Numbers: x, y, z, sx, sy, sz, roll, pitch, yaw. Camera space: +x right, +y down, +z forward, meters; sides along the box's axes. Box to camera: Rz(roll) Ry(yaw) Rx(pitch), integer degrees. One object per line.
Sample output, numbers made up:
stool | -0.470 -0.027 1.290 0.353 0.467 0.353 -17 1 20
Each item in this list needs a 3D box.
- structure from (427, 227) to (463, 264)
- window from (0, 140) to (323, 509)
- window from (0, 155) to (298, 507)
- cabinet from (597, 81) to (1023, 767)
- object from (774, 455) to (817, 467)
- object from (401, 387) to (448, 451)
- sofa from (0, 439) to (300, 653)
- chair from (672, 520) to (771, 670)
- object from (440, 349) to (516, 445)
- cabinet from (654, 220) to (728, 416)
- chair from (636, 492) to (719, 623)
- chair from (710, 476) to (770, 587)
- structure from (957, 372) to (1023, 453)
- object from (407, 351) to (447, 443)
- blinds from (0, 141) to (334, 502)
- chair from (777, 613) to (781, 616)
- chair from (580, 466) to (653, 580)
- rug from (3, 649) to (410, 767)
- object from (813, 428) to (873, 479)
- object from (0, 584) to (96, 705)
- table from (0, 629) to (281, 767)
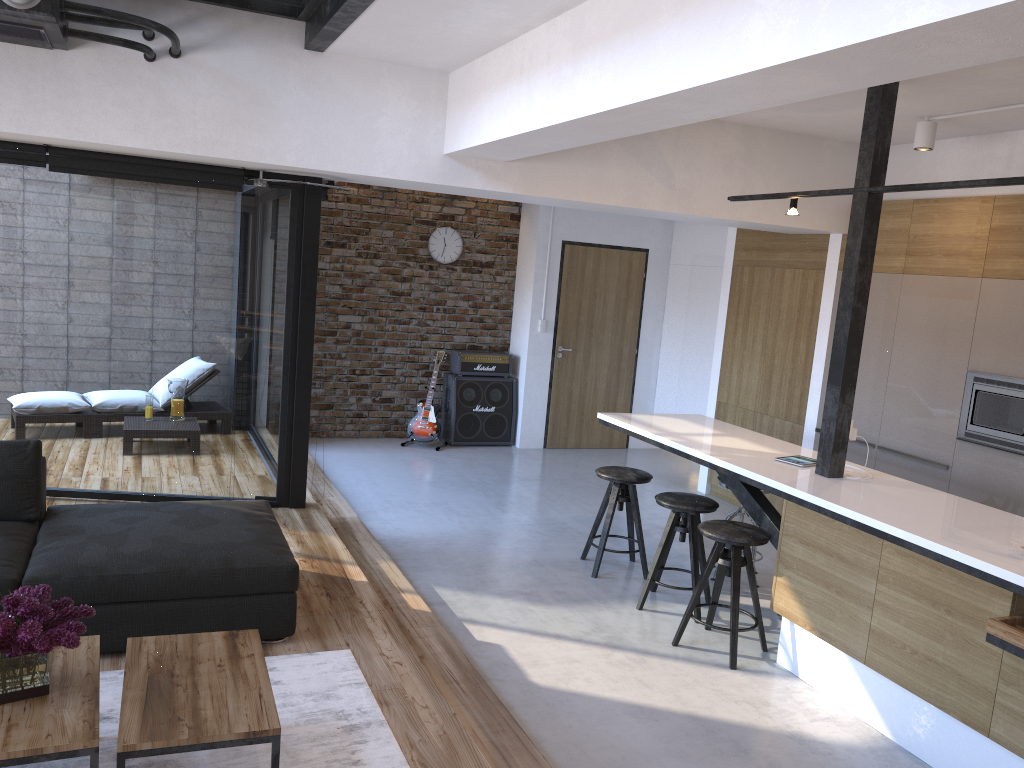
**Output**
structure | -0.668 -1.386 8.861 0.360 0.361 0.040 2 9 -23
window | -1.463 -1.276 1.275 5.664 5.579 13.367 2 8 -23
window | -2.575 -0.306 5.331 2.449 2.055 0.100 4 8 -6
cabinet | 2.972 0.224 3.187 2.474 2.878 9.095 1 8 -23
object | 1.563 0.419 4.800 0.240 0.013 0.187 -1 9 -38
object | -0.842 0.323 8.744 0.389 0.589 0.330 6 8 11
sofa | -2.040 0.767 2.580 2.999 0.702 3.037 2 8 -23
chair | 1.081 1.029 4.457 0.366 0.631 0.366 12 11 41
object | -0.328 0.137 9.074 0.696 0.938 0.357 1 9 -23
cabinet | 1.952 -0.563 8.679 0.020 2.121 1.705 1 9 -23
chair | 0.948 0.949 4.982 0.365 0.631 0.365 8 9 22
chair | 1.440 0.907 5.586 0.358 0.637 0.356 8 9 21
structure | 3.028 0.175 5.184 0.396 0.398 0.595 2 8 -23
object | -0.798 0.122 8.837 0.330 0.875 0.523 7 8 11
blinds | -2.043 -0.343 5.840 1.827 2.056 3.855 8 8 21
chair | 1.736 1.010 4.995 0.357 0.637 0.356 -3 11 -44
chair | 0.668 0.853 5.534 0.367 0.631 0.366 4 8 -8
rug | -1.329 1.190 2.502 2.113 0.003 1.633 2 8 -23
object | 1.772 0.334 4.672 0.214 0.247 0.416 5 8 -2
object | -1.343 0.672 2.416 0.375 0.343 0.341 2 8 -22
table | -1.346 1.017 2.457 1.298 0.351 0.696 2 8 -23
